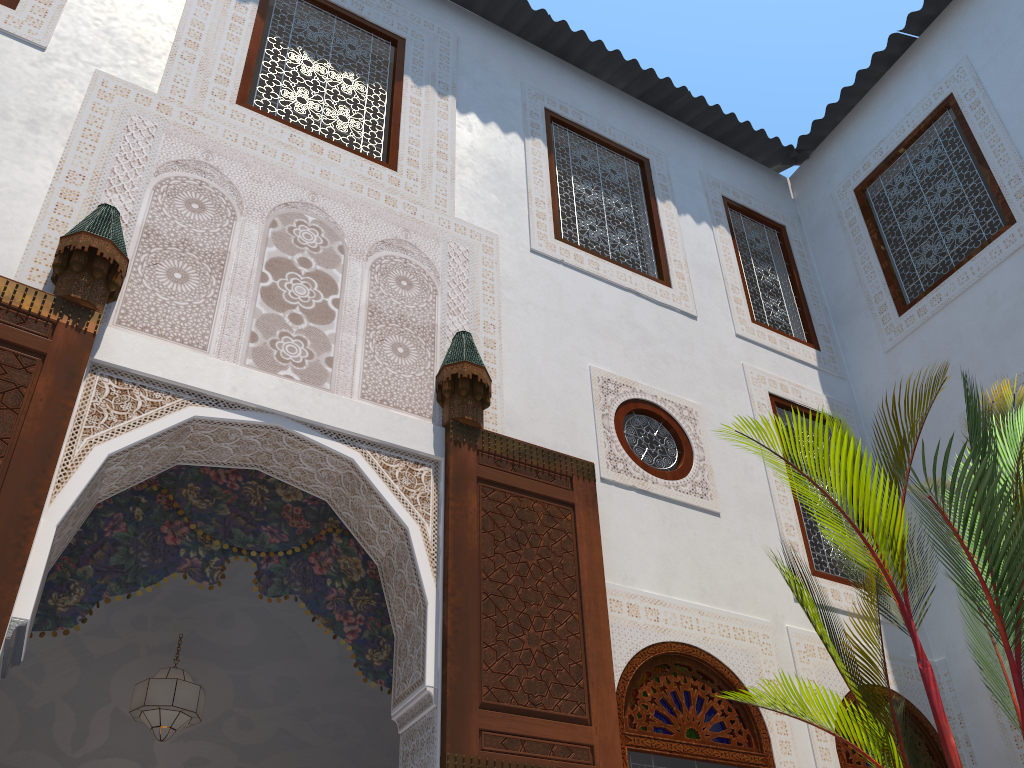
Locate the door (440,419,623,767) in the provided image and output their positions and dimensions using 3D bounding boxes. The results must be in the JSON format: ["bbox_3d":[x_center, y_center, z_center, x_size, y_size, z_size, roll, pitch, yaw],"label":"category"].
[{"bbox_3d":[0.066,1.173,2.401,0.593,2.338,0.131,17,-39,-25],"label":"door"}]

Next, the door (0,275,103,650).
[{"bbox_3d":[-1.372,0.672,1.700,0.596,2.338,0.130,21,-41,-29],"label":"door"}]
